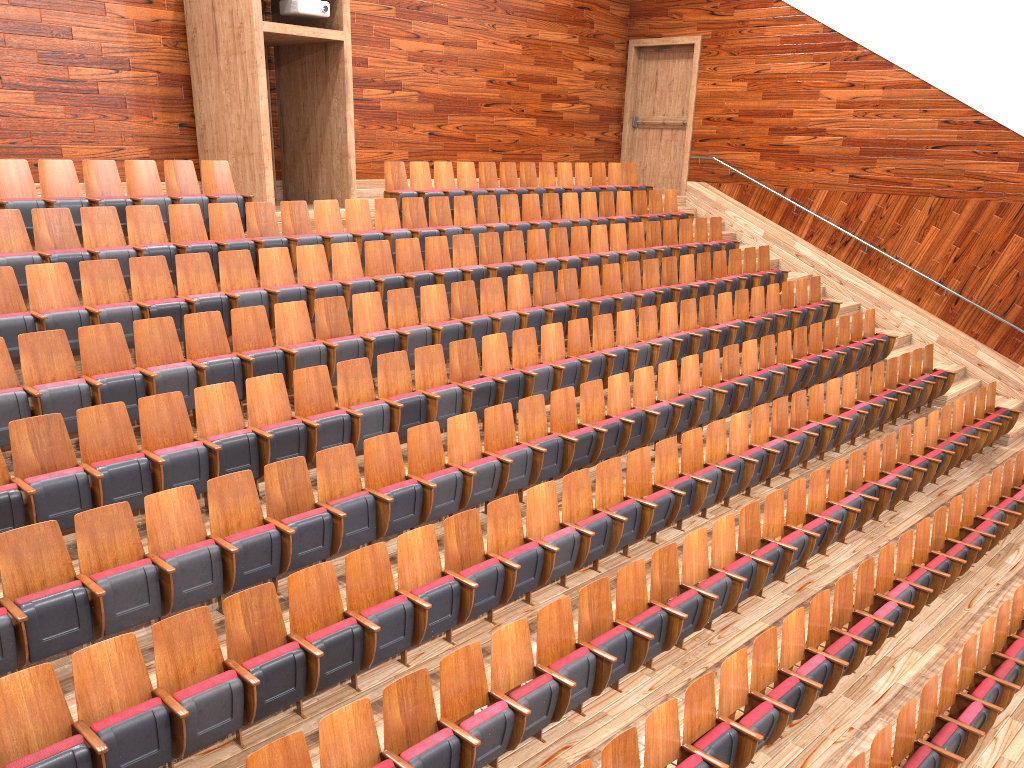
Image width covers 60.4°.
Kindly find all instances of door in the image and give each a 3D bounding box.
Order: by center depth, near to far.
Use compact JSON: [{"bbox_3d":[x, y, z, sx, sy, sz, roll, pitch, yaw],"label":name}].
[{"bbox_3d":[0.249,-0.442,1.467,0.137,0.250,0.024,19,27,39],"label":"door"}]

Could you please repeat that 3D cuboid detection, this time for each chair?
[{"bbox_3d":[0.050,0.017,0.782,0.754,0.389,1.160,17,22,42],"label":"chair"}]

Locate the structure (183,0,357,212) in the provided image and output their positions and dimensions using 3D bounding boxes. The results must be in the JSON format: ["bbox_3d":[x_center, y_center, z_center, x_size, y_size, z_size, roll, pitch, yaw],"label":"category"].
[{"bbox_3d":[-0.265,-0.365,0.955,0.141,0.343,0.114,20,27,40],"label":"structure"}]

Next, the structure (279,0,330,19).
[{"bbox_3d":[-0.215,-0.399,0.911,0.040,0.033,0.037,18,24,41],"label":"structure"}]
